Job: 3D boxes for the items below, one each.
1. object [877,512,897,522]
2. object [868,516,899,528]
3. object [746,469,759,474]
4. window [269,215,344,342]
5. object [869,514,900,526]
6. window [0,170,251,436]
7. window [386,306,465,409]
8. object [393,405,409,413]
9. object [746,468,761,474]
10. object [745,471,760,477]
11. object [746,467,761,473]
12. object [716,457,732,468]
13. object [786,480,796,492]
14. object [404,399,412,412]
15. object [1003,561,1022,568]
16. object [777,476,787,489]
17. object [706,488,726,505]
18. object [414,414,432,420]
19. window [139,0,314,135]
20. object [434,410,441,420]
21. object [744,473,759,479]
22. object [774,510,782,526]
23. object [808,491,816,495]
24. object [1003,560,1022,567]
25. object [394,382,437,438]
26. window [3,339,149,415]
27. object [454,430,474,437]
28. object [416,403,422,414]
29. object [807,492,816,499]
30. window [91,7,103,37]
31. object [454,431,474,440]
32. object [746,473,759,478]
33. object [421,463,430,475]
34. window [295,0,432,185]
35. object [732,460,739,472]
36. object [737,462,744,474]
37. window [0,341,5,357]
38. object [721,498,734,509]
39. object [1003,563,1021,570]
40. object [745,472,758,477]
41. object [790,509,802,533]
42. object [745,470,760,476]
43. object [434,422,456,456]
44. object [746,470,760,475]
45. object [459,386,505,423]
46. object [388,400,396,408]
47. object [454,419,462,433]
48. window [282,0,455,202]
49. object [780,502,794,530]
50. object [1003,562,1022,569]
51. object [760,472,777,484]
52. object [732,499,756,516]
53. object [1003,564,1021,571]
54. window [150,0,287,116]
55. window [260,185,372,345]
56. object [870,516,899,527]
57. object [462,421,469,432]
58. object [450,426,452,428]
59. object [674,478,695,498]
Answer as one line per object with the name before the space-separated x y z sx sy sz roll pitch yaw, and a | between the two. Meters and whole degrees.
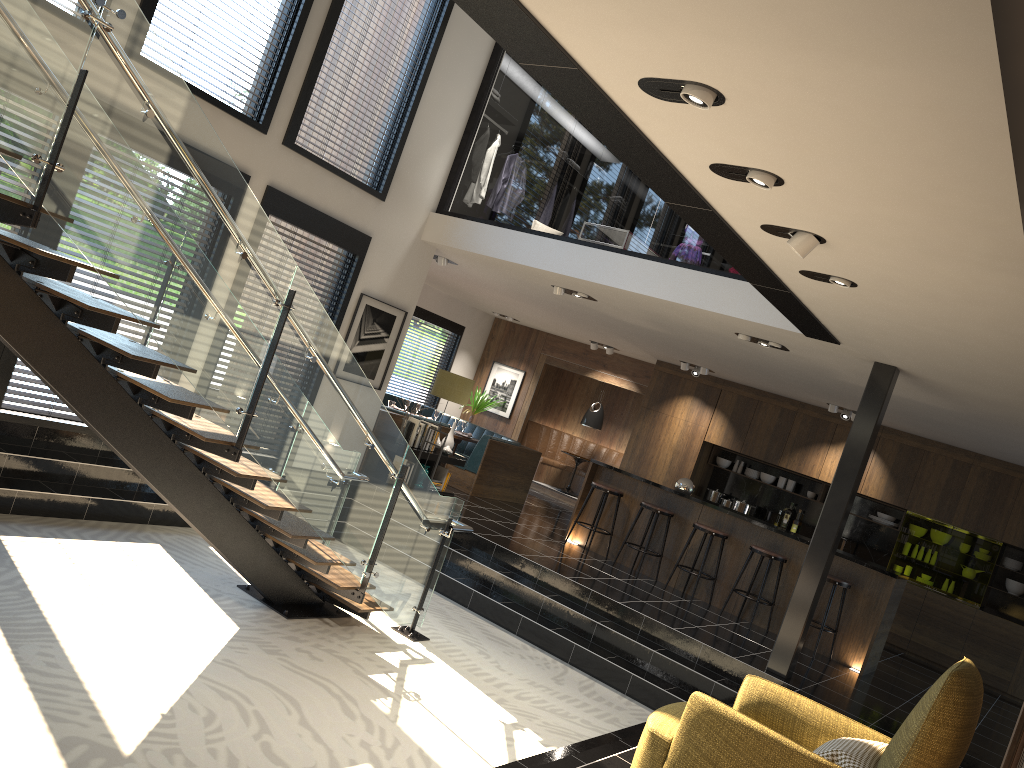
object | 5.113 1.833 12.126 0.254 0.088 0.253 20 -1 -31
object | 5.090 1.904 12.124 0.438 0.039 0.437 20 -1 -20
object | 3.584 1.319 13.200 0.220 0.033 0.221 19 -1 31
window | -2.386 -0.523 8.579 0.005 2.297 1.223 20 0 34
object | 5.099 1.878 12.124 0.438 0.039 0.437 20 -1 -20
window | -3.201 -0.827 7.168 0.357 2.475 1.501 20 0 34
window | -1.734 -0.134 15.476 0.312 2.373 1.508 20 0 34
object | -1.664 0.360 12.992 0.269 0.051 0.325 19 -1 37
object | 3.588 1.307 13.199 0.220 0.033 0.221 19 -1 31
object | 3.573 1.350 13.200 0.220 0.033 0.221 19 -1 31
object | 3.592 1.295 13.199 0.220 0.033 0.221 19 -1 31
object | 3.207 1.206 13.475 0.233 0.138 0.234 19 -1 37
object | 4.038 1.476 12.858 0.110 0.161 0.109 20 0 -43
object | -1.533 0.330 12.879 0.098 0.192 0.098 19 0 32
object | 6.332 2.299 11.231 0.220 0.033 0.221 19 -1 44
object | 3.933 1.440 12.932 0.109 0.161 0.109 19 0 17
object | 3.052 1.678 13.320 0.255 0.218 0.236 20 0 -8
object | -1.297 0.492 13.162 0.324 0.051 0.270 19 -1 37
window | -2.218 -3.507 7.210 0.357 2.475 1.396 20 0 34
object | -1.103 0.482 12.881 0.098 0.192 0.098 19 0 32
object | 3.561 1.384 13.200 0.220 0.033 0.221 19 -1 31
object | 3.887 1.982 12.965 0.058 0.287 0.057 19 0 -43
object | 4.287 1.583 12.703 0.122 0.072 0.122 20 0 -31
object | 6.337 2.287 11.231 0.220 0.033 0.221 19 -1 44
object | -1.122 0.328 9.933 0.608 0.744 0.406 19 0 -6
window | -3.253 -0.845 7.214 0.005 2.297 1.316 20 0 34
object | -0.687 0.703 12.739 0.324 0.051 0.270 19 -1 37
object | -1.393 0.382 13.083 0.098 0.192 0.098 19 0 32
object | 4.279 1.607 12.703 0.122 0.072 0.122 20 0 -31
window | -3.059 -3.819 5.886 0.357 2.475 1.396 20 0 34
object | -0.664 0.706 12.313 0.269 0.051 0.325 19 -1 37
object | 3.565 1.371 13.200 0.220 0.033 0.221 19 -1 31
object | -1.046 1.062 10.292 0.124 0.258 0.125 19 0 30
window | -1.435 -3.215 8.572 0.005 2.297 1.223 20 0 34
object | 3.378 1.233 13.360 0.060 0.185 0.060 19 0 -25
object | 3.437 1.254 13.318 0.060 0.185 0.060 19 0 3
window | -3.989 -1.119 5.927 0.357 2.475 1.501 20 0 34
object | 3.192 1.766 13.102 0.210 0.143 0.195 20 0 -8
object | 6.325 2.320 11.231 0.220 0.033 0.221 19 -1 44
object | 3.569 1.360 13.200 0.220 0.033 0.221 19 -1 31
object | 4.113 2.003 12.830 0.077 0.395 0.077 19 0 -14
object | 3.577 1.338 13.200 0.220 0.033 0.221 19 -1 31
object | -0.792 0.637 10.685 0.319 0.398 0.316 19 0 10
object | 3.580 1.328 13.200 0.220 0.033 0.221 19 -1 31
object | -0.643 0.739 15.752 0.818 1.382 0.954 19 0 -8
object | -1.543 0.308 11.210 0.098 0.192 0.098 19 0 32
object | -0.775 0.593 12.392 0.098 0.192 0.098 19 0 32
window | -1.383 -3.197 8.526 0.357 2.475 1.396 20 0 34
object | 3.995 1.933 12.913 0.133 0.451 0.116 20 0 34
object | 6.329 2.309 11.231 0.220 0.033 0.221 19 -1 44
object | 3.765 1.401 13.077 0.234 0.138 0.233 20 -1 -36
object | 3.342 1.786 12.862 0.301 0.218 0.278 20 0 -23
object | 6.321 2.332 11.231 0.220 0.033 0.221 19 -1 44
window | -2.270 -3.525 7.257 0.005 2.297 1.223 20 0 34
window | -2.335 -0.506 8.533 0.357 2.475 1.396 20 0 34
object | 5.094 1.892 12.124 0.438 0.039 0.437 20 -1 -20
object | -0.688 0.625 12.579 0.098 0.192 0.098 19 0 32
object | -1.006 0.592 12.956 0.324 0.051 0.270 19 -1 37
object | 1.960 1.178 10.069 0.227 0.228 0.227 19 0 -5
